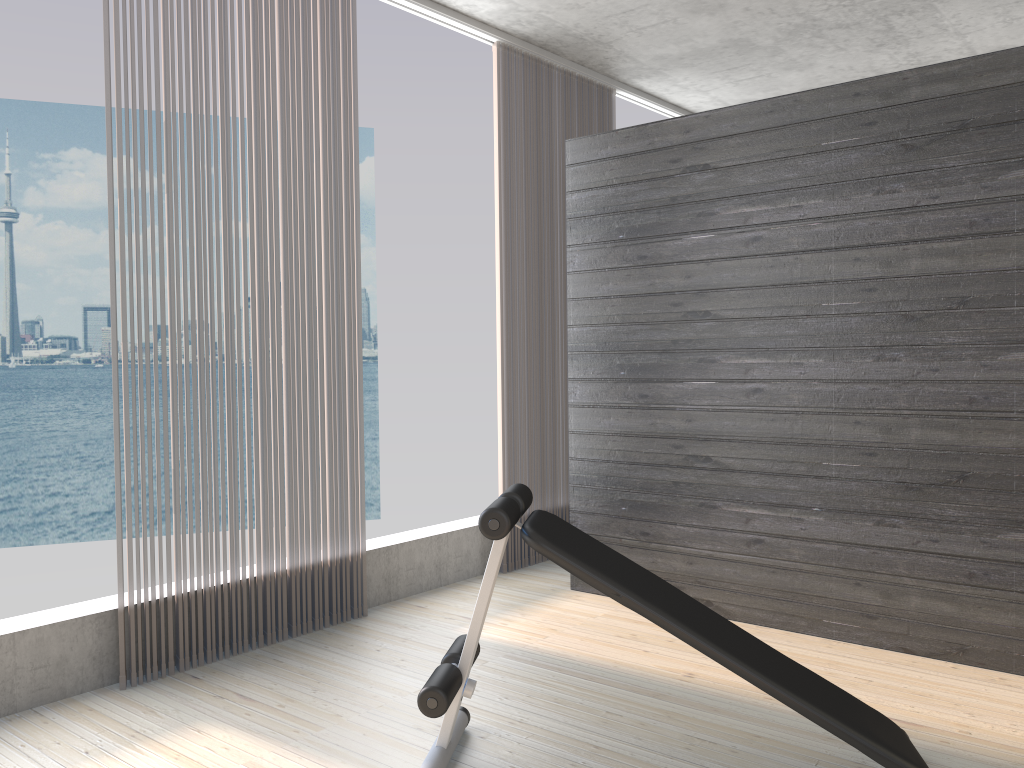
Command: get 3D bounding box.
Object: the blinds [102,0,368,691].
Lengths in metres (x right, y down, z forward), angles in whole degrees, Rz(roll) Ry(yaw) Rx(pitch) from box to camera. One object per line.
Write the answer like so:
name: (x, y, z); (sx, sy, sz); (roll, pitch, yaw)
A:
blinds: (-1.012, -0.345, 3.432); (0.069, 2.744, 1.133); (1, 2, 39)

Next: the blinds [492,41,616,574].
blinds: (0.280, -0.406, 5.002); (0.069, 2.744, 1.133); (1, 2, 39)

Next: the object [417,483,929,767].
object: (0.418, 0.665, 2.330); (1.312, 0.746, 0.505); (0, 2, 9)
